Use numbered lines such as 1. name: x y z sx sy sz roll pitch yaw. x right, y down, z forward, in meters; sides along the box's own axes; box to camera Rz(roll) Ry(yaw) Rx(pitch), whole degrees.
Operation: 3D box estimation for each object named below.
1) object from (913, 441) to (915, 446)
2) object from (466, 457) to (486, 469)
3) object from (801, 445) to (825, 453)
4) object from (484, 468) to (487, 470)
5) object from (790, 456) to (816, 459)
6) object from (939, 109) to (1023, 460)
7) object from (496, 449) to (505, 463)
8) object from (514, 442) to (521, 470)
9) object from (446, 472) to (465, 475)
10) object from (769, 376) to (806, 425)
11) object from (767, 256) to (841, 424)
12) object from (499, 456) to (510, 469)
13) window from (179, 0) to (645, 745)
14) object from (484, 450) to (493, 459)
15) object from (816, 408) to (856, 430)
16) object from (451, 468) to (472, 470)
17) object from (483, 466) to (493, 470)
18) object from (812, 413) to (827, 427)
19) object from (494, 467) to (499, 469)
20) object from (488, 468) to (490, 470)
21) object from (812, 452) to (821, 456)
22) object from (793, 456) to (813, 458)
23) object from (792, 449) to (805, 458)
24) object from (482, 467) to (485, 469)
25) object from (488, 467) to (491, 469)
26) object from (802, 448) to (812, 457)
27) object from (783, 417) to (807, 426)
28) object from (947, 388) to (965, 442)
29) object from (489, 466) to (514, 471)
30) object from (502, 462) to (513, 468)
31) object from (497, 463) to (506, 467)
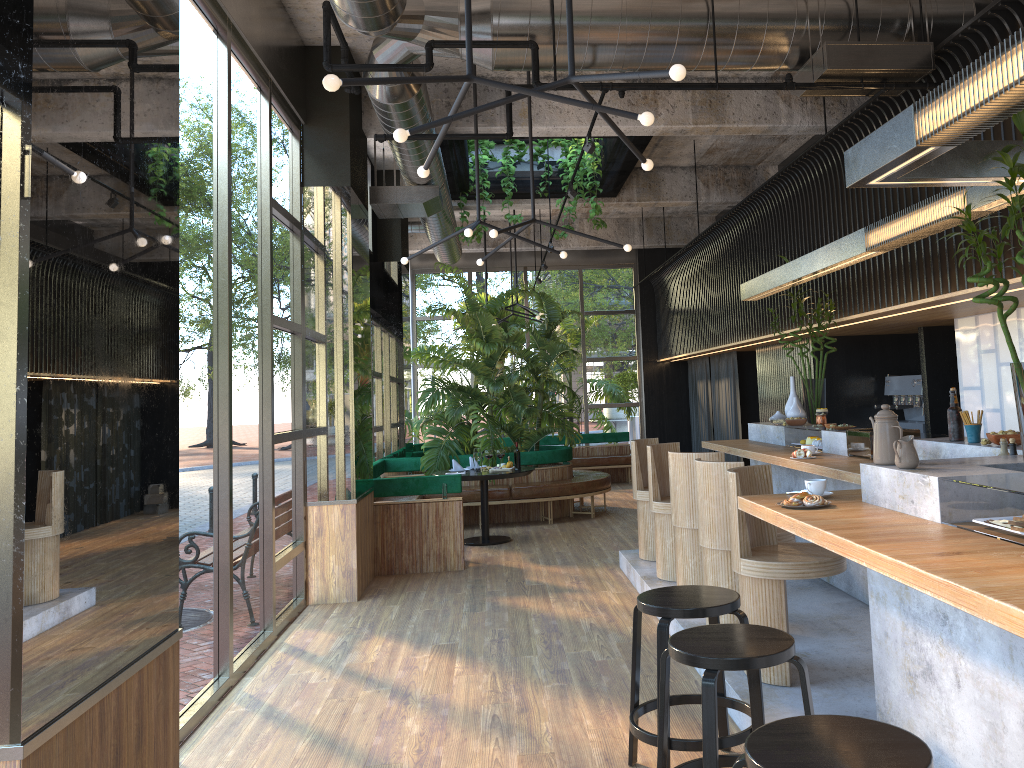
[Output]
1. object: 2.043 0.371 4.632 0.113 0.172 0.134 -1 -4 -9
2. object: -0.398 0.876 9.897 0.240 0.139 0.224 -2 -2 -20
3. object: 2.012 0.440 5.963 0.137 0.064 0.107 -2 -2 -25
4. object: -0.288 0.922 9.601 0.033 0.019 0.038 -3 -2 9
5. object: 1.889 0.478 5.759 0.165 0.005 0.168 -3 -1 8
6. object: 1.903 -0.336 3.232 0.674 1.557 0.581 -2 -5 1
7. object: -0.125 0.827 9.808 0.105 0.202 0.099 -1 -4 -15
8. object: 0.056 0.765 9.469 0.067 0.300 0.069 -3 -5 13
9. object: -0.569 0.930 9.295 0.257 0.019 0.155 -2 -1 -5
10. object: 2.306 0.137 7.321 0.331 0.399 0.303 1 -5 -45
11. object: 2.459 -0.298 7.361 0.642 1.557 0.609 -5 -6 35
12. object: -0.078 0.839 9.489 0.144 0.124 0.096 -1 -4 -23
13. window: 0.296 -1.662 5.499 4.177 6.522 20.107 -2 -1 -1
14. object: -0.256 0.833 9.835 0.105 0.202 0.099 -1 -4 -15
15. object: 2.285 0.255 6.448 0.210 0.135 0.801 -2 -1 5
16. object: -0.567 0.937 9.798 0.165 0.019 0.242 -2 -1 -44
17. object: -0.254 0.917 9.697 0.097 0.028 0.129 -3 -1 12
18. object: 2.316 0.271 6.703 0.086 0.107 0.161 -5 -4 42
19. object: -0.154 0.899 9.566 0.102 0.013 0.220 -2 -1 2
20. object: -0.247 0.913 9.544 0.032 0.031 0.040 -3 -3 22
21. object: 1.992 0.469 5.960 0.163 0.020 0.158 -2 -1 -7
22. object: 1.888 0.476 5.755 0.117 0.005 0.125 -3 -1 36
23. object: 1.850 0.450 5.746 0.062 0.059 0.072 -2 -3 -13
24. object: -0.308 0.922 9.718 0.024 0.025 0.047 -3 -2 16
25. object: -0.248 0.914 9.634 0.033 0.032 0.037 -2 -3 -6
26. object: 1.903 0.448 5.767 0.073 0.060 0.125 0 -2 -34
27. object: 2.249 0.296 7.060 0.190 0.073 0.230 -3 -1 16
28. object: 2.290 0.156 4.591 0.071 0.278 0.078 -5 -6 32
29. object: -0.097 0.913 9.575 0.237 0.019 0.355 -3 -1 7
30. object: -0.051 0.870 9.579 0.099 0.065 0.161 -1 -2 -33
31. object: -0.081 0.886 9.676 0.193 0.038 0.063 -3 -2 30
